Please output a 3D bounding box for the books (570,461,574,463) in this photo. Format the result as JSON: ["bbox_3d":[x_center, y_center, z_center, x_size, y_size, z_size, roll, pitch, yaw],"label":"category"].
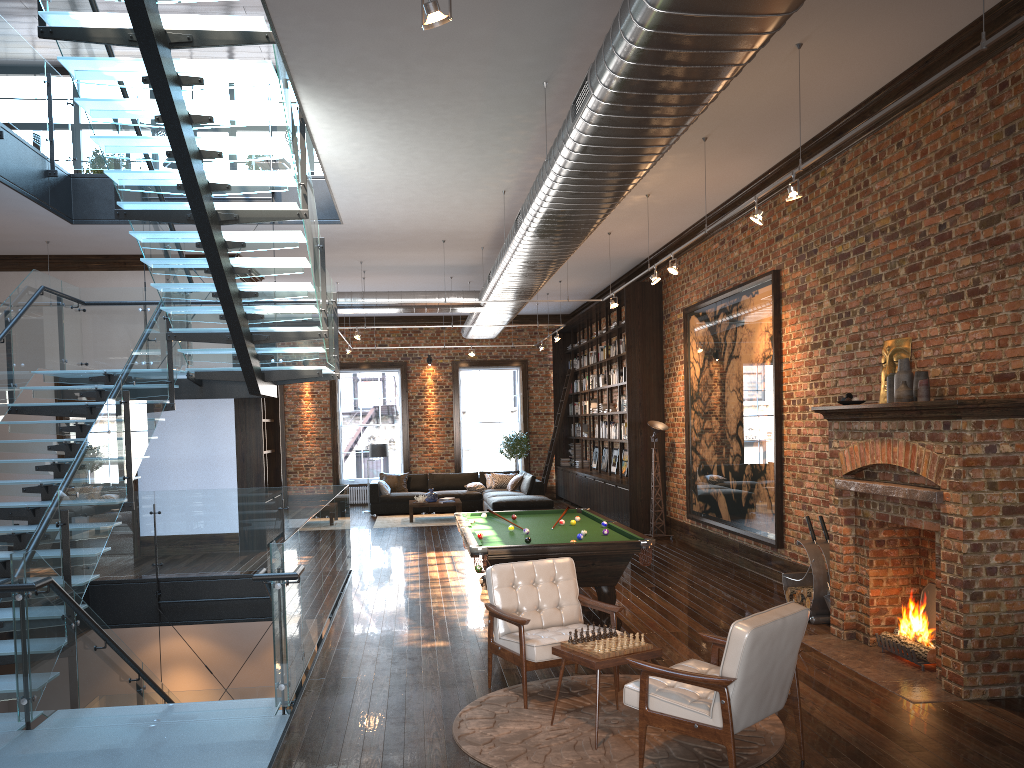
[{"bbox_3d":[1.512,1.860,21.137,0.241,0.023,0.262,-1,-3,-2],"label":"books"}]

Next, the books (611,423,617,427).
[{"bbox_3d":[1.987,0.908,17.118,0.131,0.292,0.016,-2,2,-6],"label":"books"}]

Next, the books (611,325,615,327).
[{"bbox_3d":[1.972,-1.080,16.476,0.216,0.020,0.234,-1,-3,-9],"label":"books"}]

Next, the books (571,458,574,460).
[{"bbox_3d":[1.533,1.783,21.137,0.207,0.014,0.343,-1,-3,-7],"label":"books"}]

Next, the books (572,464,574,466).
[{"bbox_3d":[1.539,1.923,21.142,0.198,0.035,0.217,-1,-2,-3],"label":"books"}]

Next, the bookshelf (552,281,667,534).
[{"bbox_3d":[1.707,0.577,17.653,0.600,4.005,7.407,-2,-1,-6],"label":"bookshelf"}]

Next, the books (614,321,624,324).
[{"bbox_3d":[1.986,-1.132,16.476,0.168,0.015,0.369,-1,-3,-2],"label":"books"}]

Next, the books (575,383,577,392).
[{"bbox_3d":[1.557,0.093,20.470,0.191,0.230,0.034,-1,2,-6],"label":"books"}]

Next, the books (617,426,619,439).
[{"bbox_3d":[2.047,0.899,16.453,0.191,0.246,0.031,-1,2,-6],"label":"books"}]

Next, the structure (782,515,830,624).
[{"bbox_3d":[2.826,1.646,7.918,0.537,0.921,0.926,-2,0,-6],"label":"structure"}]

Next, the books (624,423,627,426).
[{"bbox_3d":[2.108,0.852,16.057,0.149,0.301,0.013,-2,2,-6],"label":"books"}]

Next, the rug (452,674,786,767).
[{"bbox_3d":[0.625,2.039,5.360,1.969,0.015,1.970,-1,-3,-5],"label":"rug"}]

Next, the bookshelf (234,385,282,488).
[{"bbox_3d":[-4.027,0.805,14.137,0.400,3.525,1.779,-2,1,-6],"label":"bookshelf"}]

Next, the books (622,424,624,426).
[{"bbox_3d":[2.089,0.871,16.140,0.175,0.273,0.031,-2,2,-6],"label":"books"}]

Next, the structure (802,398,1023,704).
[{"bbox_3d":[2.834,1.094,6.466,0.887,1.911,1.998,-2,0,-6],"label":"structure"}]

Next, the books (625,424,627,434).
[{"bbox_3d":[2.116,0.857,15.995,0.159,0.286,0.014,-2,2,-6],"label":"books"}]

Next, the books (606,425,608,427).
[{"bbox_3d":[1.943,0.935,17.422,0.171,0.259,0.013,-2,2,-6],"label":"books"}]

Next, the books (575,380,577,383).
[{"bbox_3d":[1.555,0.058,20.529,0.189,0.304,0.014,-2,2,-6],"label":"books"}]

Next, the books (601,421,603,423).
[{"bbox_3d":[1.883,0.924,18.021,0.144,0.338,0.013,-2,2,-6],"label":"books"}]

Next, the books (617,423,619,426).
[{"bbox_3d":[2.043,0.882,16.577,0.152,0.292,0.031,-2,2,-6],"label":"books"}]

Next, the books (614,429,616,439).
[{"bbox_3d":[2.015,0.941,16.685,0.174,0.184,0.034,-1,2,-6],"label":"books"}]

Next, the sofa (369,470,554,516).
[{"bbox_3d":[-1.138,2.257,17.906,3.499,0.805,3.449,-1,-2,-6],"label":"sofa"}]

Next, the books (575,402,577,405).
[{"bbox_3d":[1.545,0.578,20.834,0.179,0.300,0.015,-2,2,-6],"label":"books"}]

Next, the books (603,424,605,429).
[{"bbox_3d":[1.915,0.932,17.660,0.184,0.289,0.016,-2,2,-6],"label":"books"}]

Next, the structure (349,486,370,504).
[{"bbox_3d":[-3.300,2.615,20.970,1.301,0.396,0.215,-1,1,-6],"label":"structure"}]

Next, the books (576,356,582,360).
[{"bbox_3d":[1.558,-0.473,20.378,0.167,0.339,0.016,-2,2,-6],"label":"books"}]

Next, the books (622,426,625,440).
[{"bbox_3d":[2.086,0.879,16.029,0.176,0.247,0.038,-2,2,-6],"label":"books"}]

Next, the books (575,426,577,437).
[{"bbox_3d":[1.574,1.104,20.700,0.188,0.245,0.026,-1,2,-6],"label":"books"}]

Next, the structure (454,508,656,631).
[{"bbox_3d":[0.279,1.784,8.671,1.552,0.853,2.956,-1,-2,-6],"label":"structure"}]

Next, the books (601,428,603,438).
[{"bbox_3d":[1.887,0.984,17.896,0.174,0.207,0.031,-1,2,-6],"label":"books"}]

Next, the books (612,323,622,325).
[{"bbox_3d":[1.989,-1.107,16.477,0.169,0.034,0.285,-1,-3,-11],"label":"books"}]

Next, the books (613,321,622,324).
[{"bbox_3d":[1.985,-1.148,16.475,0.188,0.017,0.275,-1,-3,-4],"label":"books"}]

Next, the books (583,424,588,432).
[{"bbox_3d":[1.654,1.059,20.191,0.129,0.283,0.030,-2,2,-6],"label":"books"}]

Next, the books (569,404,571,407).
[{"bbox_3d":[1.475,0.620,21.289,0.186,0.262,0.014,-1,2,-6],"label":"books"}]

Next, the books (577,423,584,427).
[{"bbox_3d":[1.598,1.065,20.514,0.165,0.305,0.013,-2,2,-6],"label":"books"}]

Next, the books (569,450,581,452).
[{"bbox_3d":[1.506,1.595,21.122,0.260,0.028,0.315,-1,-3,-6],"label":"books"}]

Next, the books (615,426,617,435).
[{"bbox_3d":[2.025,0.913,16.651,0.165,0.238,0.034,-2,2,-6],"label":"books"}]

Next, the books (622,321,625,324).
[{"bbox_3d":[2.060,-1.085,15.558,0.219,0.019,0.329,-1,-3,-3],"label":"books"}]

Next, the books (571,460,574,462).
[{"bbox_3d":[1.522,1.834,21.137,0.207,0.014,0.346,-1,-3,-1],"label":"books"}]

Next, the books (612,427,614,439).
[{"bbox_3d":[1.996,0.927,16.903,0.167,0.235,0.032,-1,2,-6],"label":"books"}]

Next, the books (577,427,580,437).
[{"bbox_3d":[1.595,1.095,20.393,0.212,0.234,0.019,-1,2,-6],"label":"books"}]

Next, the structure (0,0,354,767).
[{"bbox_3d":[-3.310,0.485,7.643,3.575,14.528,7.032,-2,1,-6],"label":"structure"}]

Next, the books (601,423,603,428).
[{"bbox_3d":[1.887,0.936,17.996,0.170,0.312,0.038,-2,2,-6],"label":"books"}]

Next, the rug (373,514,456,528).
[{"bbox_3d":[-1.629,2.638,17.203,2.021,0.003,2.114,-1,-3,-6],"label":"rug"}]

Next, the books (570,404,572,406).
[{"bbox_3d":[1.492,0.608,21.181,0.188,0.273,0.013,-2,2,-6],"label":"books"}]

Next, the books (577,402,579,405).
[{"bbox_3d":[1.590,0.566,20.434,0.159,0.286,0.014,-2,2,-6],"label":"books"}]

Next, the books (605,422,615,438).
[{"bbox_3d":[1.928,0.908,17.465,0.186,0.318,0.015,-2,2,-6],"label":"books"}]

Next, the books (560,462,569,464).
[{"bbox_3d":[1.268,1.884,21.166,0.200,0.019,0.255,-1,-3,-4],"label":"books"}]
